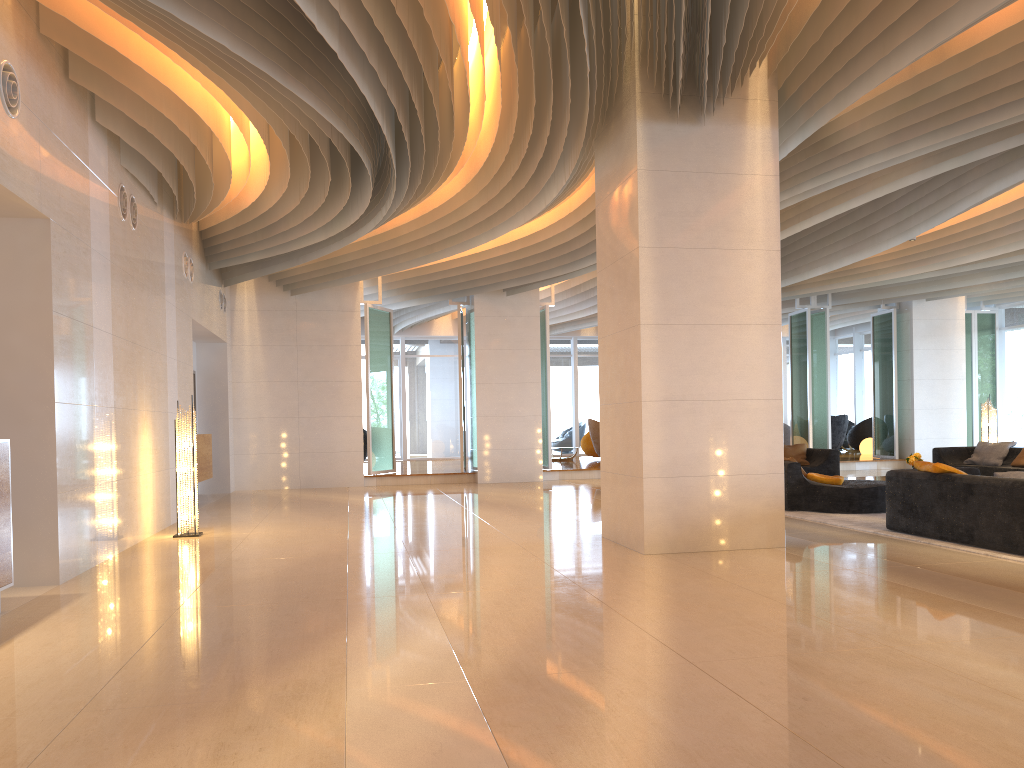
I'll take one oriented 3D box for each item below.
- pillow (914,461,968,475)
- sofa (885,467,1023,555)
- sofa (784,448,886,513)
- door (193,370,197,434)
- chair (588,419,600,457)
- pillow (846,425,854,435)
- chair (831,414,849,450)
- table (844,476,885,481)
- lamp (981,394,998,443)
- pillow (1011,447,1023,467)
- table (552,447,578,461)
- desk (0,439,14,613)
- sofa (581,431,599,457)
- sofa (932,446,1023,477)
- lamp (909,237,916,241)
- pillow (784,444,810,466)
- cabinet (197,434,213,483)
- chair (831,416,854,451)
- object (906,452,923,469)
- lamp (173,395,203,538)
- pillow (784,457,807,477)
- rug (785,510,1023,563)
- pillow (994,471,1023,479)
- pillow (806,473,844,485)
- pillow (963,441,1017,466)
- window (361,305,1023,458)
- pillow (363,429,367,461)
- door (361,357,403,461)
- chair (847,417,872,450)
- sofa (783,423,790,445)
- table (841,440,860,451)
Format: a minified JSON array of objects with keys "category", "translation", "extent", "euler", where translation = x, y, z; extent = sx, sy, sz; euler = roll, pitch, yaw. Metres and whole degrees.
[{"category":"pillow","translation":[3.929,0.871,7.887],"extent":[0.544,0.377,0.643],"euler":[-1,-2,11]},{"category":"sofa","translation":[4.297,0.998,6.656],"extent":[0.947,0.582,3.754],"euler":[-1,-3,-11]},{"category":"sofa","translation":[4.211,1.238,12.464],"extent":[2.843,0.653,5.058],"euler":[-1,-3,-11]},{"category":"door","translation":[-5.338,0.800,14.328],"extent":[0.248,2.101,1.396],"euler":[-1,0,-10]},{"category":"chair","translation":[2.316,1.285,20.301],"extent":[1.138,1.005,1.515],"euler":[-1,-2,-3]},{"category":"pillow","translation":[9.489,1.281,25.157],"extent":[0.499,0.409,0.468],"euler":[-1,-1,16]},{"category":"chair","translation":[7.866,1.275,22.385],"extent":[1.543,1.005,1.118],"euler":[0,-2,-39]},{"category":"table","translation":[5.497,1.418,12.164],"extent":[1.611,0.220,1.591],"euler":[-1,-3,-11]},{"category":"lamp","translation":[8.026,0.893,14.910],"extent":[0.252,1.451,0.248],"euler":[-1,1,-11]},{"category":"pillow","translation":[7.617,1.072,13.074],"extent":[0.324,0.312,0.405],"euler":[-1,-1,-13]},{"category":"table","translation":[1.096,1.719,21.723],"extent":[1.083,0.318,0.816],"euler":[-1,-2,-5]},{"category":"desk","translation":[-2.918,0.702,2.099],"extent":[0.903,1.049,6.630],"euler":[-1,-3,-10]},{"category":"sofa","translation":[2.970,1.425,22.438],"extent":[2.591,0.901,1.097],"euler":[0,-2,-22]},{"category":"sofa","translation":[7.584,1.215,12.612],"extent":[0.947,0.582,3.754],"euler":[-1,-3,-11]},{"category":"lamp","translation":[5.468,-2.718,12.132],"extent":[0.088,1.506,0.090],"euler":[-1,1,34]},{"category":"pillow","translation":[4.620,1.183,14.792],"extent":[0.635,0.378,0.551],"euler":[-1,-2,11]},{"category":"cabinet","translation":[-4.676,1.051,12.620],"extent":[0.563,0.661,1.501],"euler":[-1,-2,-11]},{"category":"chair","translation":[9.134,1.379,25.112],"extent":[1.517,1.006,1.137],"euler":[-1,-1,1]},{"category":"object","translation":[5.602,1.125,12.335],"extent":[0.233,0.377,0.268],"euler":[-1,0,21]},{"category":"lamp","translation":[-3.358,0.842,9.149],"extent":[0.252,1.451,0.248],"euler":[-1,1,-11]},{"category":"pillow","translation":[3.420,1.033,10.750],"extent":[0.330,0.311,0.421],"euler":[-1,-2,-9]},{"category":"rug","translation":[6.365,1.291,7.441],"extent":[5.548,0.022,16.123],"euler":[-1,-3,-11]},{"category":"pillow","translation":[4.163,0.885,7.024],"extent":[0.423,0.377,0.583],"euler":[-1,-2,-9]},{"category":"pillow","translation":[3.711,1.118,10.496],"extent":[0.405,0.136,0.422],"euler":[-2,-3,23]},{"category":"pillow","translation":[7.482,1.085,13.901],"extent":[0.556,0.377,0.629],"euler":[0,-2,-33]},{"category":"window","translation":[10.130,-0.488,10.302],"extent":[53.559,3.220,22.531],"euler":[-4,-4,44]},{"category":"pillow","translation":[-3.602,1.283,17.822],"extent":[1.530,1.006,1.128],"euler":[-1,-1,-14]},{"category":"door","translation":[-3.694,0.670,23.722],"extent":[1.469,2.772,0.060],"euler":[-1,1,-12]},{"category":"chair","translation":[9.487,1.278,23.112],"extent":[1.526,1.006,1.131],"euler":[-1,-1,-9]},{"category":"sofa","translation":[5.686,1.328,21.502],"extent":[2.521,0.901,1.128],"euler":[-3,-2,38]},{"category":"table","translation":[9.389,1.670,24.110],"extent":[1.083,0.318,0.816],"euler":[-1,-2,-5]}]
